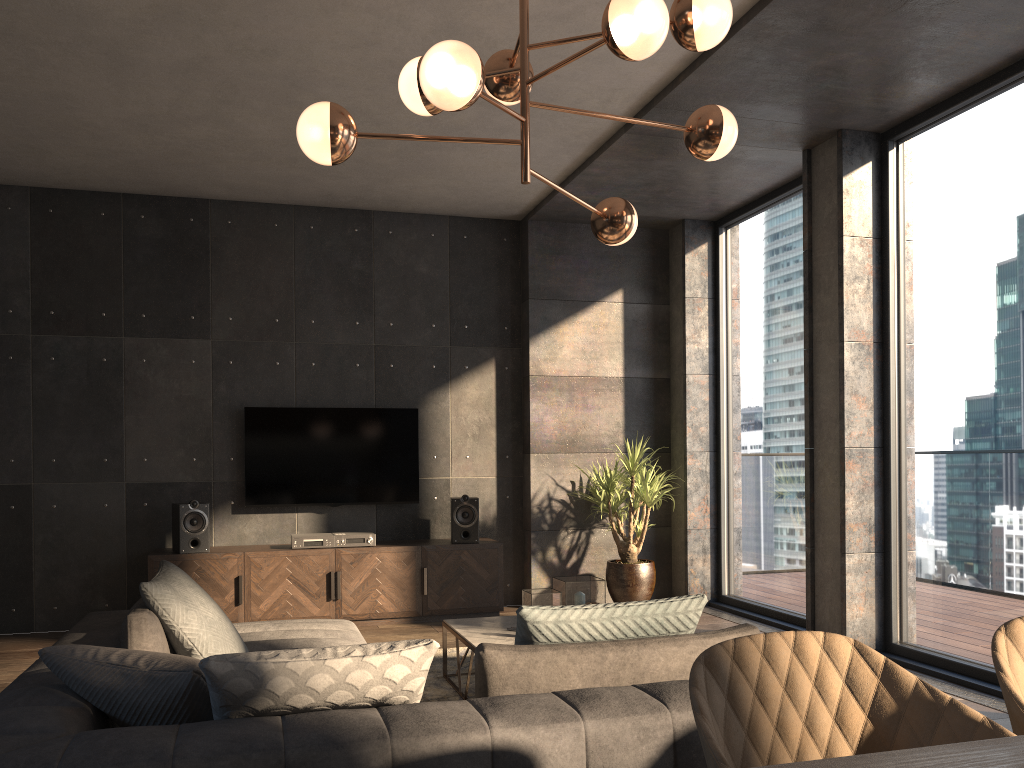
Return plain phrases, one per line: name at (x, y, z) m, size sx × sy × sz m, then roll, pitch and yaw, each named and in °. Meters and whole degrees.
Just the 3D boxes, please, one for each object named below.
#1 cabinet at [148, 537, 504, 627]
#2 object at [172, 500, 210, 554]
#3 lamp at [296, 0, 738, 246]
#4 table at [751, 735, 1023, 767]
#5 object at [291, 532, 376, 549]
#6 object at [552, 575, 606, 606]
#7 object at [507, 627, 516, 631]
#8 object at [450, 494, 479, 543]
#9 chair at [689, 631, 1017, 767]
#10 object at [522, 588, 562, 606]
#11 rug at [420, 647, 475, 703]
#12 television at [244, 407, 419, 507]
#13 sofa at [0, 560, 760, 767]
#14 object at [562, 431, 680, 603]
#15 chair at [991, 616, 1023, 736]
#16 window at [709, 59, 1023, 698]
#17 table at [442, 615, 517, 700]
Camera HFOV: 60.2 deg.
cabinet at (-1.284, 1.434, 6.326) m, size 2.407 × 0.551 × 0.542 m, roll 1°, pitch -3°, yaw -16°
object at (-2.176, 0.959, 5.982) m, size 0.198 × 0.354 × 0.249 m, roll 0°, pitch -2°, yaw -31°
lamp at (0.163, -1.141, 2.888) m, size 1.465 × 1.037 × 1.016 m, roll 2°, pitch -4°, yaw -40°
table at (1.033, 0.826, 0.887) m, size 1.466 × 0.769 × 0.771 m, roll 1°, pitch -3°, yaw -16°
object at (-1.268, 1.108, 6.257) m, size 0.573 × 0.087 × 0.271 m, roll 1°, pitch -5°, yaw -16°
object at (0.320, 1.061, 4.232) m, size 0.199 × 0.261 × 0.197 m, roll 0°, pitch -2°, yaw -16°
object at (0.061, 1.192, 4.270) m, size 0.181 × 0.012 × 0.046 m, roll -4°, pitch -6°, yaw 35°
object at (-0.349, 0.988, 6.511) m, size 0.198 × 0.354 × 0.249 m, roll 0°, pitch -2°, yaw -6°
chair at (0.557, 0.837, 1.338) m, size 0.555 × 0.836 × 0.511 m, roll 0°, pitch -1°, yaw -22°
object at (0.139, 1.073, 4.110) m, size 0.148 × 0.220 × 0.150 m, roll 0°, pitch -1°, yaw -16°
rug at (0.101, 1.472, 3.825) m, size 1.729 × 0.020 × 3.154 m, roll 1°, pitch -5°, yaw -16°
television at (-1.322, 0.545, 6.548) m, size 1.265 × 0.736 × 0.057 m, roll 1°, pitch 0°, yaw -16°
sofa at (-0.578, 1.036, 3.192) m, size 2.023 × 0.782 × 2.921 m, roll 1°, pitch -5°, yaw -16°
object at (0.824, 1.044, 6.722) m, size 0.951 × 1.359 × 1.026 m, roll -1°, pitch -2°, yaw 15°
chair at (1.143, 0.847, 1.512) m, size 0.555 × 0.836 × 0.511 m, roll 0°, pitch -1°, yaw -7°
window at (2.627, -0.082, 3.421) m, size 0.199 × 2.993 × 7.290 m, roll -1°, pitch -4°, yaw -16°
table at (0.212, 1.353, 4.301) m, size 0.930 × 0.308 × 0.933 m, roll 1°, pitch -5°, yaw -16°
